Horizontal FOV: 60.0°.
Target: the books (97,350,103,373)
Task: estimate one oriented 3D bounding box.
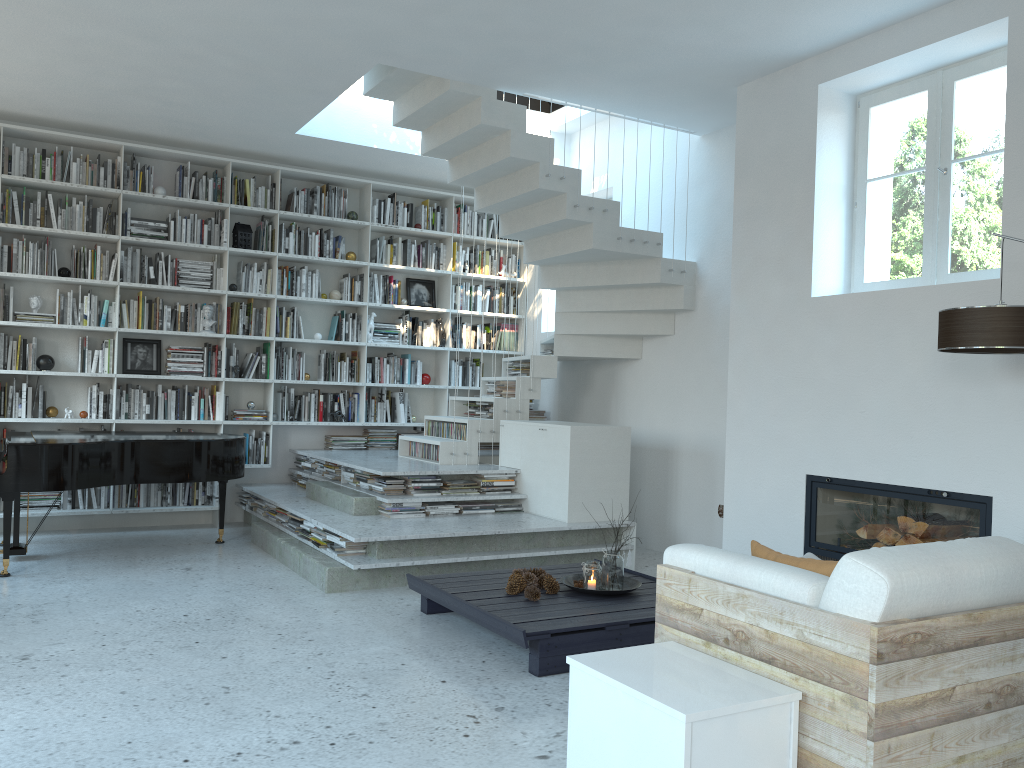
[{"bbox_3d":[-3.350,-0.179,7.208,0.024,0.188,0.172,2,0,-30],"label":"books"}]

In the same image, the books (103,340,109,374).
[{"bbox_3d":[-3.314,-0.218,7.224,0.027,0.269,0.178,2,0,-30],"label":"books"}]

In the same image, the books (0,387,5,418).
[{"bbox_3d":[-3.945,0.139,6.868,0.030,0.239,0.157,2,0,-30],"label":"books"}]

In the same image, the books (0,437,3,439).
[{"bbox_3d":[-3.967,0.524,6.874,0.026,0.213,0.139,2,0,-30],"label":"books"}]

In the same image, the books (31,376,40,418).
[{"bbox_3d":[-3.750,0.102,6.976,0.050,0.328,0.166,2,0,-30],"label":"books"}]

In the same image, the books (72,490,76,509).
[{"bbox_3d":[-3.530,0.879,7.132,0.028,0.238,0.136,2,0,-30],"label":"books"}]

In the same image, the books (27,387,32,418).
[{"bbox_3d":[-3.793,0.144,6.970,0.029,0.241,0.135,2,0,-30],"label":"books"}]

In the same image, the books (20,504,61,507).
[{"bbox_3d":[-3.735,0.952,7.009,0.285,0.007,0.159,2,-1,-34],"label":"books"}]

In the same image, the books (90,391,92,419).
[{"bbox_3d":[-3.420,0.166,7.189,0.015,0.225,0.148,2,0,-30],"label":"books"}]

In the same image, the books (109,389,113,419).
[{"bbox_3d":[-3.297,0.163,7.278,0.019,0.242,0.107,2,0,-30],"label":"books"}]

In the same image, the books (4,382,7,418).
[{"bbox_3d":[-3.922,0.123,6.871,0.012,0.272,0.181,2,0,-30],"label":"books"}]

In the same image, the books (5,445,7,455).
[{"bbox_3d":[-3.928,0.518,6.889,0.010,0.228,0.168,2,0,-30],"label":"books"}]

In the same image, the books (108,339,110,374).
[{"bbox_3d":[-3.293,-0.222,7.225,0.011,0.279,0.187,2,0,-30],"label":"books"}]

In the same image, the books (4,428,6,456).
[{"bbox_3d":[-3.941,0.488,6.889,0.013,0.288,0.161,2,0,-30],"label":"books"}]

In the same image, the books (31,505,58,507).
[{"bbox_3d":[-3.739,0.959,7.015,0.254,0.007,0.161,2,-1,-29],"label":"books"}]

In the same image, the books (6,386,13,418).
[{"bbox_3d":[-3.903,0.136,6.892,0.042,0.248,0.162,2,0,-30],"label":"books"}]

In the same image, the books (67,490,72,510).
[{"bbox_3d":[-3.550,0.896,7.108,0.029,0.202,0.178,2,0,-30],"label":"books"}]

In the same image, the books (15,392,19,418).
[{"bbox_3d":[-3.865,0.164,6.918,0.024,0.196,0.157,2,0,-30],"label":"books"}]

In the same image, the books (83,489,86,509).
[{"bbox_3d":[-3.454,0.885,7.160,0.011,0.232,0.174,2,0,-30],"label":"books"}]

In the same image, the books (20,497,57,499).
[{"bbox_3d":[-3.736,0.891,7.016,0.285,0.007,0.159,2,-1,-29],"label":"books"}]

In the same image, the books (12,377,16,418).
[{"bbox_3d":[-3.877,0.104,6.904,0.014,0.313,0.166,2,0,-30],"label":"books"}]

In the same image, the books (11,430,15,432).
[{"bbox_3d":[-3.900,0.497,6.922,0.026,0.273,0.146,2,0,-30],"label":"books"}]

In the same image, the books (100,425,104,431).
[{"bbox_3d":[-3.342,0.495,7.219,0.013,0.320,0.173,2,0,-30],"label":"books"}]

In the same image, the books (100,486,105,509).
[{"bbox_3d":[-3.336,0.875,7.214,0.024,0.260,0.189,2,0,-30],"label":"books"}]

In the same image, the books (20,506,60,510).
[{"bbox_3d":[-3.741,0.980,7.017,0.285,0.007,0.159,2,-1,-30],"label":"books"}]

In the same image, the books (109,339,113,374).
[{"bbox_3d":[-3.280,-0.223,7.235,0.021,0.281,0.162,2,0,-30],"label":"books"}]

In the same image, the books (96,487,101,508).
[{"bbox_3d":[-3.373,0.875,7.229,0.025,0.259,0.132,2,0,-30],"label":"books"}]

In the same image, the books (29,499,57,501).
[{"bbox_3d":[-3.736,0.911,7.016,0.254,0.007,0.161,2,-1,-29],"label":"books"}]

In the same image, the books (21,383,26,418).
[{"bbox_3d":[-3.819,0.129,6.935,0.027,0.269,0.185,2,0,-30],"label":"books"}]

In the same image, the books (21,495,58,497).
[{"bbox_3d":[-3.738,0.877,7.016,0.254,0.006,0.161,2,-1,-30],"label":"books"}]

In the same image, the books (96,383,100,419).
[{"bbox_3d":[-3.370,0.135,7.208,0.014,0.291,0.131,2,0,-30],"label":"books"}]

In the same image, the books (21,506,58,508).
[{"bbox_3d":[-3.740,0.966,7.017,0.254,0.007,0.161,2,-1,-30],"label":"books"}]

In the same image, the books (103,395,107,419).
[{"bbox_3d":[-3.333,0.185,7.243,0.031,0.194,0.142,2,0,-30],"label":"books"}]

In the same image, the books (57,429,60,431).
[{"bbox_3d":[-3.620,0.502,7.075,0.012,0.285,0.159,2,0,-30],"label":"books"}]

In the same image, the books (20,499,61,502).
[{"bbox_3d":[-3.733,0.918,7.010,0.285,0.007,0.159,2,-1,-34],"label":"books"}]

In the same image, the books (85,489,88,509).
[{"bbox_3d":[-3.439,0.864,7.160,0.012,0.274,0.180,2,0,-30],"label":"books"}]

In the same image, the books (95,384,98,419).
[{"bbox_3d":[-3.383,0.142,7.205,0.010,0.277,0.155,2,0,-30],"label":"books"}]

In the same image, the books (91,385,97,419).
[{"bbox_3d":[-3.392,0.145,7.184,0.027,0.269,0.159,2,0,-30],"label":"books"}]

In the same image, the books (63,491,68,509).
[{"bbox_3d":[-3.581,0.863,7.104,0.031,0.265,0.144,2,0,-30],"label":"books"}]

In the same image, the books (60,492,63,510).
[{"bbox_3d":[-3.593,0.869,7.079,0.012,0.254,0.161,2,0,-30],"label":"books"}]

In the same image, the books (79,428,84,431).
[{"bbox_3d":[-3.483,0.503,7.164,0.025,0.294,0.134,2,0,-30],"label":"books"}]

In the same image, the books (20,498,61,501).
[{"bbox_3d":[-3.731,0.904,7.008,0.285,0.007,0.159,2,-1,-35],"label":"books"}]

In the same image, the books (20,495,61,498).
[{"bbox_3d":[-3.737,0.884,7.018,0.285,0.007,0.159,2,-1,-30],"label":"books"}]

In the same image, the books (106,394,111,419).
[{"bbox_3d":[-3.303,0.183,7.245,0.024,0.201,0.158,2,0,-30],"label":"books"}]

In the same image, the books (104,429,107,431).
[{"bbox_3d":[-3.332,0.511,7.236,0.021,0.290,0.160,2,0,-30],"label":"books"}]

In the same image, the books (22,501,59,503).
[{"bbox_3d":[-3.733,0.925,7.010,0.254,0.007,0.161,2,-1,-34],"label":"books"}]

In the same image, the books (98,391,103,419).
[{"bbox_3d":[-3.349,0.171,7.211,0.029,0.221,0.153,2,0,-30],"label":"books"}]

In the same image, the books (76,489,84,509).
[{"bbox_3d":[-3.487,0.873,7.144,0.062,0.253,0.177,2,0,-30],"label":"books"}]

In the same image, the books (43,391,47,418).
[{"bbox_3d":[-3.704,0.162,7.018,0.023,0.212,0.160,2,0,-30],"label":"books"}]

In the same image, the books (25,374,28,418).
[{"bbox_3d":[-3.814,0.094,6.967,0.013,0.339,0.138,2,0,-30],"label":"books"}]

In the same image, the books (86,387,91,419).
[{"bbox_3d":[-3.427,0.151,7.176,0.012,0.254,0.161,2,0,-30],"label":"books"}]

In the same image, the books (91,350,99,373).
[{"bbox_3d":[-3.383,-0.181,7.184,0.057,0.188,0.156,2,0,-30],"label":"books"}]

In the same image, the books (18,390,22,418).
[{"bbox_3d":[-3.843,0.155,6.926,0.021,0.215,0.172,2,0,-30],"label":"books"}]

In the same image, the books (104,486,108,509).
[{"bbox_3d":[-3.325,0.916,7.240,0.024,0.180,0.171,2,0,-30],"label":"books"}]

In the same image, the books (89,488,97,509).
[{"bbox_3d":[-3.408,0.865,7.192,0.073,0.276,0.181,2,0,-30],"label":"books"}]

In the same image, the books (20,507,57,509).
[{"bbox_3d":[-3.736,0.973,7.009,0.254,0.007,0.161,2,-1,-26],"label":"books"}]

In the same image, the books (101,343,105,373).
[{"bbox_3d":[-3.328,-0.207,7.208,0.012,0.244,0.171,2,0,-30],"label":"books"}]

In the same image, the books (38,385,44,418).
[{"bbox_3d":[-3.717,0.137,6.993,0.027,0.261,0.163,2,0,-30],"label":"books"}]
